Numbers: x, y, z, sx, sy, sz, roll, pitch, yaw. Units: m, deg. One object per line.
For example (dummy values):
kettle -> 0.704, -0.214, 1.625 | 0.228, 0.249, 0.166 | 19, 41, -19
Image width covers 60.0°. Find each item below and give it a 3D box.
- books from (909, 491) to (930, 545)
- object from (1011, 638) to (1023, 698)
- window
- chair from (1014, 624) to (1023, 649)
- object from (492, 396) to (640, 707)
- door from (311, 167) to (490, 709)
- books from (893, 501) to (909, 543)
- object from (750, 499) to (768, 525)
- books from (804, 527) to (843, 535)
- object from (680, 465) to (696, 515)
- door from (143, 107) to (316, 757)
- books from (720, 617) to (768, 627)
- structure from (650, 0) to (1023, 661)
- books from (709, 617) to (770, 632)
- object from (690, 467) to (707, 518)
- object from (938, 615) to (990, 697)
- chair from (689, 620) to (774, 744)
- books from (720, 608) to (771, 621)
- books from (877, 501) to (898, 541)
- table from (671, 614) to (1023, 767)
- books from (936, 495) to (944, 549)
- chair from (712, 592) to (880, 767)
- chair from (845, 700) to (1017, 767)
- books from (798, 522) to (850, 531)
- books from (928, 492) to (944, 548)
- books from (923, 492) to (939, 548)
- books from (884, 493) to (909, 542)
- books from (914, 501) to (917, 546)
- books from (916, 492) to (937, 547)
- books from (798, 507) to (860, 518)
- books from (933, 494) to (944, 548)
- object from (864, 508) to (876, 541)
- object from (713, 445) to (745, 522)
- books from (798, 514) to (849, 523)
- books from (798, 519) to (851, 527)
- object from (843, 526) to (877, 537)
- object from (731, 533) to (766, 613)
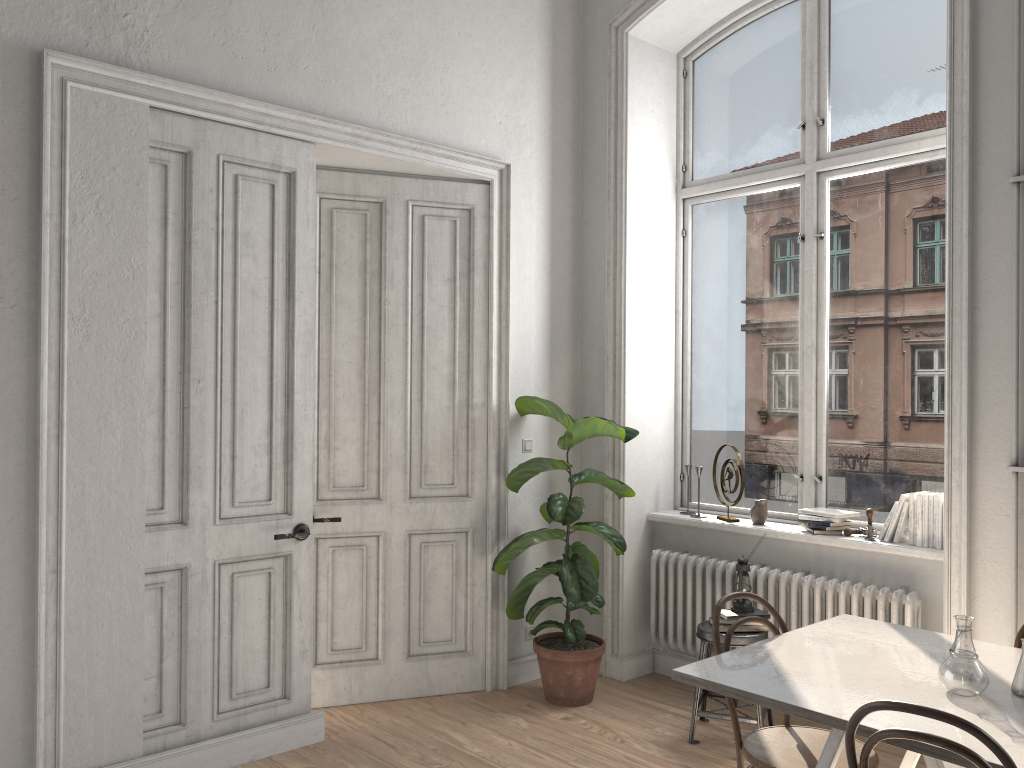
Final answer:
books -> 1.945, 0.638, 4.233 | 0.175, 0.243, 0.024 | 1, 0, -42
object -> 1.488, 0.818, 2.558 | 0.083, 0.158, 0.083 | 0, -1, 43
window -> 1.639, -0.704, 4.802 | 0.013, 2.843, 1.622 | 1, 0, -42
chair -> 1.811, 1.224, 2.887 | 0.549, 0.920, 0.438 | 1, -1, -44
object -> 1.837, 0.760, 2.747 | 0.792, 1.842, 5.827 | 1, -1, -37
door -> -0.615, 0.280, 4.752 | 1.097, 2.814, 0.216 | 1, 0, -17
books -> 1.898, 0.657, 4.255 | 0.155, 0.203, 0.072 | 1, -1, -42
object -> 1.342, 0.691, 4.821 | 0.100, 0.142, 0.102 | 0, 0, 22
books -> 1.601, 0.750, 4.564 | 0.147, 0.023, 0.221 | 0, -1, 7
object -> 1.037, 0.621, 5.219 | 0.095, 0.289, 0.095 | 1, 0, -11
door -> -1.364, 0.262, 3.848 | 1.097, 2.814, 0.216 | 1, 0, -41
books -> 1.110, 1.133, 4.279 | 0.232, 0.029, 0.163 | 0, -1, 19
structure -> 2.537, -0.542, 3.204 | 0.340, 4.473, 5.182 | 1, -1, -42
books -> 1.099, 1.159, 4.286 | 0.246, 0.034, 0.194 | 0, -1, -2
object -> 1.073, 0.620, 5.094 | 0.095, 0.289, 0.095 | 1, 0, -20
object -> 1.308, 0.785, 2.567 | 0.132, 0.219, 0.132 | 0, -1, 37
chair -> 1.061, 1.434, 4.275 | 0.364, 0.522, 0.360 | 0, 0, 21
books -> 1.112, 1.111, 4.279 | 0.221, 0.027, 0.147 | 1, -1, -10
books -> 1.857, 0.660, 4.304 | 0.155, 0.194, 0.105 | 1, -1, -43
table -> 1.640, 1.284, 2.320 | 1.100, 0.780, 2.200 | 1, -1, -42
books -> 2.018, 0.636, 4.120 | 0.174, 0.243, 0.019 | 1, 0, -42
chair -> 0.968, 1.219, 3.027 | 0.438, 0.920, 0.549 | 1, 0, -34
chair -> 1.111, 1.210, 2.260 | 0.438, 0.920, 0.549 | 0, -1, 43
books -> 1.602, 0.727, 4.557 | 0.155, 0.022, 0.205 | 1, -1, -22
books -> 2.002, 0.637, 4.163 | 0.174, 0.243, 0.019 | 1, 0, -42
books -> 1.976, 0.637, 4.166 | 0.174, 0.243, 0.019 | 1, 0, -42
books -> 1.880, 0.641, 4.272 | 0.174, 0.235, 0.100 | 1, -1, -42
books -> 1.947, 0.656, 4.200 | 0.155, 0.205, 0.020 | 1, -1, -42
books -> 1.954, 0.637, 4.177 | 0.175, 0.243, 0.024 | 1, 0, -42
books -> 1.624, 0.659, 4.544 | 0.174, 0.019, 0.244 | 1, -1, -32
books -> 2.020, 0.637, 4.151 | 0.175, 0.243, 0.024 | 1, 0, -42
object -> 1.746, 0.683, 4.323 | 0.048, 0.153, 0.088 | 0, 0, 18
object -> 1.216, 0.551, 4.967 | 0.087, 0.425, 0.347 | 1, 0, -10
books -> 1.596, 0.684, 4.545 | 0.205, 0.020, 0.155 | 0, -1, 38
books -> 1.603, 0.705, 4.554 | 0.147, 0.023, 0.221 | 1, -1, -26
object -> 1.729, 0.736, 4.424 | 0.153, 0.048, 0.088 | 0, -1, -2
object -> 1.142, 0.908, 4.291 | 0.163, 0.383, 0.154 | 0, 0, 21
